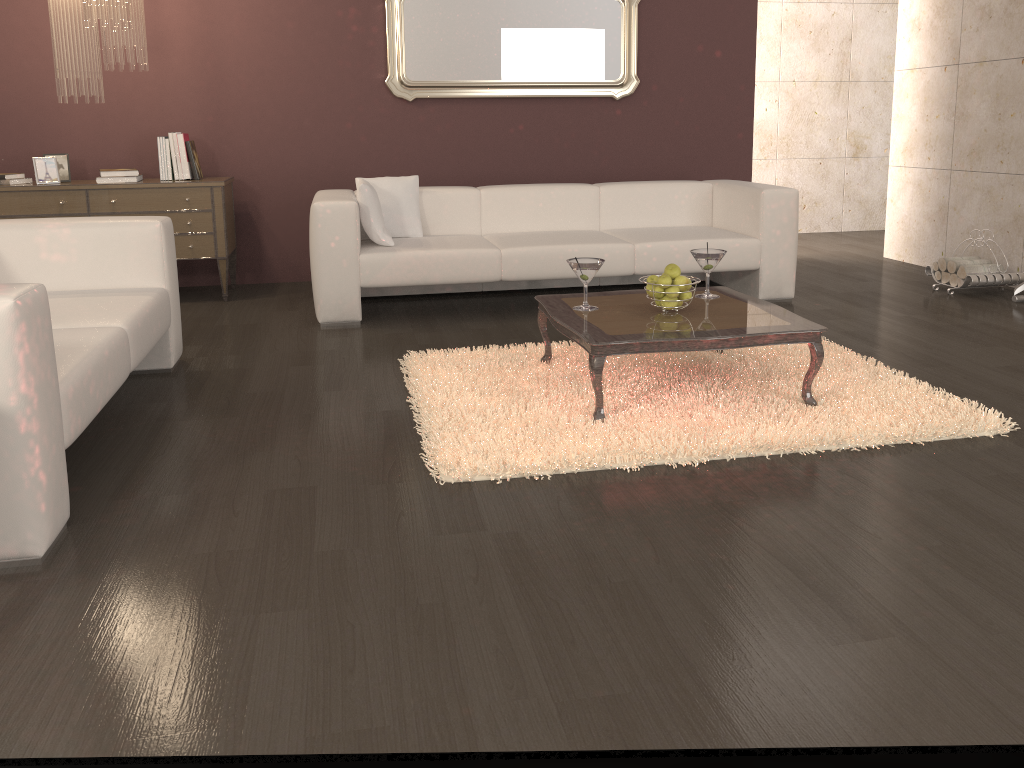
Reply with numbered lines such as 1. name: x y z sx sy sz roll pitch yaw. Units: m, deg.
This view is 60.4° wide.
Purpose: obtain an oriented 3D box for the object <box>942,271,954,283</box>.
1. object: 2.793 -0.661 5.423 0.276 0.072 0.084 -4 14 -11

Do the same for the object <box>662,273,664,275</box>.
1. object: 0.596 -0.407 3.403 0.045 0.048 0.051 0 13 4

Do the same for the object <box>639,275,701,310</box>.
1. object: 0.603 -0.342 3.375 0.235 0.116 0.238 9 18 33

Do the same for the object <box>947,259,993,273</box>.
1. object: 2.787 -0.716 5.360 0.252 0.075 0.081 -4 14 -11

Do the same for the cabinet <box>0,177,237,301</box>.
1. cabinet: -2.495 -0.865 5.368 1.529 0.715 0.544 -4 13 -11

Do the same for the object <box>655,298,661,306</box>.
1. object: 0.579 -0.326 3.408 0.055 0.053 0.056 -1 13 0

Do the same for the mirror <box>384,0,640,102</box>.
1. mirror: 0.022 -2.344 5.996 1.784 0.807 0.048 -4 10 -11

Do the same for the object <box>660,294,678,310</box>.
1. object: 0.596 -0.314 3.346 0.069 0.062 0.068 8 16 33

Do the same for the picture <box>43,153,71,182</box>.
1. picture: -2.746 -1.303 5.313 0.141 0.168 0.079 -7 13 -26

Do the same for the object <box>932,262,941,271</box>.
1. object: 2.758 -0.741 5.504 0.252 0.056 0.058 -4 14 -11

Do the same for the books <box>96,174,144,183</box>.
1. books: -2.364 -1.241 5.317 0.225 0.035 0.315 -5 17 -15

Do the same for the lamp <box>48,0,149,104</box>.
1. lamp: -2.137 -2.880 4.502 0.486 2.775 0.492 4 11 25

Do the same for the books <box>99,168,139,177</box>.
1. books: -2.377 -1.278 5.324 0.212 0.033 0.294 -8 18 -25

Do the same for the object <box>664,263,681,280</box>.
1. object: 0.611 -0.427 3.355 0.062 0.062 0.064 -3 13 -11

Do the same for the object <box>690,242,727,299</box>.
1. object: 0.811 -0.468 3.647 0.152 0.212 0.153 -9 15 -35

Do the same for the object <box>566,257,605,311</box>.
1. object: 0.288 -0.401 3.439 0.152 0.212 0.154 -5 13 -18

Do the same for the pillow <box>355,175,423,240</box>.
1. pillow: -0.723 -1.040 5.185 0.377 0.354 0.173 -4 12 -13

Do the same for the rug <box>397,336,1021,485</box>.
1. rug: 0.593 0.008 3.436 1.999 0.066 1.546 -4 17 -11

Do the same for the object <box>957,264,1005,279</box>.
1. object: 2.810 -0.675 5.275 0.262 0.077 0.082 -4 14 -11

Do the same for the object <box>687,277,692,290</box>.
1. object: 0.661 -0.383 3.393 0.062 0.054 0.062 -5 14 -17

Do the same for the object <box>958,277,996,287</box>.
1. object: 2.801 -0.611 5.281 0.243 0.058 0.062 -4 14 -11

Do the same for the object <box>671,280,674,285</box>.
1. object: 0.619 -0.375 3.428 0.062 0.061 0.061 12 18 42

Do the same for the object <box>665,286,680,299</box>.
1. object: 0.602 -0.346 3.305 0.053 0.050 0.055 -2 14 -7

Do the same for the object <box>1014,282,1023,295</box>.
1. object: 2.947 -0.802 5.000 0.126 0.590 0.118 5 12 28

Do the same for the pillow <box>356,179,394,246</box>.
1. pillow: -0.769 -0.957 4.906 0.186 0.350 0.385 -3 14 -12

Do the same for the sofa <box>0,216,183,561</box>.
1. sofa: -1.760 -0.140 2.923 0.944 0.636 2.076 -3 16 -10

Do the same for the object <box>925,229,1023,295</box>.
1. object: 2.848 -0.755 5.373 0.502 0.372 0.441 -3 14 -11

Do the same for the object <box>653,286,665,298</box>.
1. object: 0.556 -0.347 3.325 0.045 0.044 0.045 -5 14 -19

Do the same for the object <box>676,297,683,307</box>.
1. object: 0.636 -0.315 3.390 0.044 0.042 0.044 -2 13 -7

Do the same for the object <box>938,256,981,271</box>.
1. object: 2.769 -0.744 5.442 0.252 0.081 0.083 -4 14 -11

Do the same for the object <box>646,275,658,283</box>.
1. object: 0.549 -0.396 3.416 0.054 0.053 0.054 11 17 40

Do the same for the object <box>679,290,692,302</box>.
1. object: 0.659 -0.338 3.352 0.051 0.047 0.052 -5 14 -16

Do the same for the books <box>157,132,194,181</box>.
1. books: -2.066 -1.403 5.420 0.178 0.283 0.209 -3 12 -11

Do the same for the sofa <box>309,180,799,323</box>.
1. sofa: 0.226 -0.849 5.264 2.785 0.637 0.966 -4 15 -11

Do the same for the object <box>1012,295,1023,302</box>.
1. object: 3.003 -0.782 4.907 0.217 0.683 0.268 -3 11 -11

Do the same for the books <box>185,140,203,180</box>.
1. books: -1.963 -1.384 5.440 0.068 0.232 0.176 -3 12 -11

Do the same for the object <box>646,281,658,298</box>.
1. object: 0.546 -0.362 3.371 0.067 0.064 0.066 -13 18 -43

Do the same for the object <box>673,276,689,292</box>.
1. object: 0.641 -0.380 3.332 0.063 0.060 0.057 -12 17 -40

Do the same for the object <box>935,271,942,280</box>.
1. object: 2.764 -0.682 5.485 0.252 0.056 0.058 -4 14 -11

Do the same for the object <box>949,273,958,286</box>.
1. object: 2.794 -0.638 5.345 0.252 0.075 0.081 -4 14 -11

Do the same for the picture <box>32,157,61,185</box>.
1. picture: -2.721 -1.247 5.147 0.129 0.153 0.051 -12 15 -40

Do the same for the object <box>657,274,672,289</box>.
1. object: 0.572 -0.384 3.303 0.053 0.050 0.055 -3 14 -10

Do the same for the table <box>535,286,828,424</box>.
1. table: 0.603 -0.138 3.429 0.915 0.296 0.927 -4 16 -12

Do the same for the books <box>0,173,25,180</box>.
1. books: -3.032 -1.223 5.189 0.232 0.027 0.174 2 16 9

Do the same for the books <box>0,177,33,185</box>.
1. books: -3.029 -1.201 5.215 0.275 0.031 0.206 2 16 9
